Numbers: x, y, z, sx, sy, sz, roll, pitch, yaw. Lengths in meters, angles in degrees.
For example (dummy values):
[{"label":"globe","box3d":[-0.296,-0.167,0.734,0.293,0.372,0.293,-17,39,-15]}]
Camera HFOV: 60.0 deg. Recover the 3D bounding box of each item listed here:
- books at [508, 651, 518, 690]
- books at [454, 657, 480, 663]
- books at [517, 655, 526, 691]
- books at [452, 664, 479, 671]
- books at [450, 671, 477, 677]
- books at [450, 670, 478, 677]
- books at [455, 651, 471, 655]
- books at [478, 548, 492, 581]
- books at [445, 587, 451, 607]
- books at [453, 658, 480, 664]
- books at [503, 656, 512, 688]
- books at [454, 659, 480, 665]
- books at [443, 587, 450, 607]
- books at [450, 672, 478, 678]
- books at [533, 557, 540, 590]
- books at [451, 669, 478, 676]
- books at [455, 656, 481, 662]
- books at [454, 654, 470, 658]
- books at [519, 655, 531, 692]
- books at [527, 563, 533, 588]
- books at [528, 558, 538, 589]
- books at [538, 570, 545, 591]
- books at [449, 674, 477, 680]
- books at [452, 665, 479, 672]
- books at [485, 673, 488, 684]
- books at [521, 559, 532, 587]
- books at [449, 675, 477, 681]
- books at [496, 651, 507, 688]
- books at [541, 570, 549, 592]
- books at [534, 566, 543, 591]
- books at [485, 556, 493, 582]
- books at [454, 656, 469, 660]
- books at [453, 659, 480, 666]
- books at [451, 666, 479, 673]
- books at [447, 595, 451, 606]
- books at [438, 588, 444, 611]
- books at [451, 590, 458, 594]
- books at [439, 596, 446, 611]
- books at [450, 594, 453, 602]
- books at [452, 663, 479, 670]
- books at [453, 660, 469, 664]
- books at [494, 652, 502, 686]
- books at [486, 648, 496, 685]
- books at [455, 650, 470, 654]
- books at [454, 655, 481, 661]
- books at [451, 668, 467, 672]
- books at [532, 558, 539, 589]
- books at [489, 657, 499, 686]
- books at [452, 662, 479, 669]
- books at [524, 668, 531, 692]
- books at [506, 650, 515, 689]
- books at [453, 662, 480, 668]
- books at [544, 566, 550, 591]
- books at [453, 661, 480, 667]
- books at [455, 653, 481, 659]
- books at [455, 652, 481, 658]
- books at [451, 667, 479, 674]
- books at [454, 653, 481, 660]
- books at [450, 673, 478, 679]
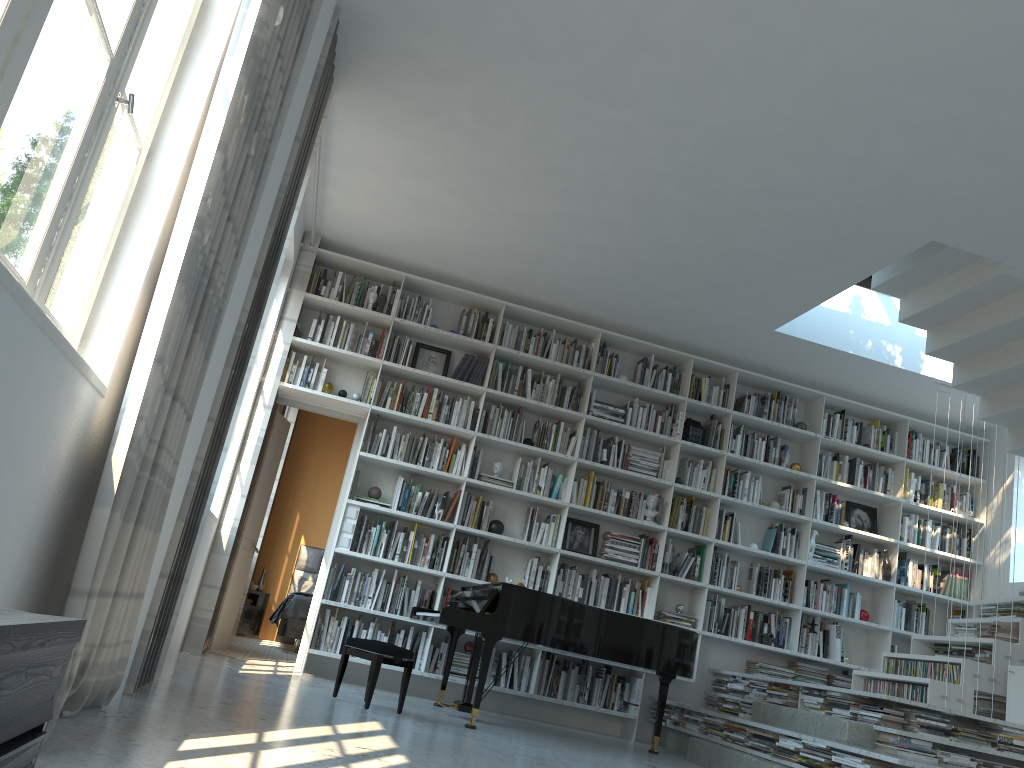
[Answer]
[{"label":"books","box3d":[0.009,2.186,6.778,0.073,0.275,0.181,15,-16,-10]},{"label":"books","box3d":[-0.348,2.091,6.722,0.254,0.005,0.161,15,-17,-10]},{"label":"books","box3d":[0.051,2.209,6.797,0.025,0.258,0.133,15,-16,-10]},{"label":"books","box3d":[-0.353,2.140,6.697,0.285,0.007,0.160,17,-17,-15]},{"label":"books","box3d":[-0.365,2.185,6.686,0.285,0.007,0.160,16,-17,-14]},{"label":"books","box3d":[-0.361,2.179,6.686,0.285,0.007,0.160,14,-17,-5]},{"label":"books","box3d":[-0.336,2.050,6.732,0.254,0.005,0.161,15,-17,-9]},{"label":"books","box3d":[-0.213,1.414,6.897,0.027,0.260,0.164,15,-16,-10]},{"label":"books","box3d":[-0.514,1.694,6.772,0.013,0.287,0.161,15,-16,-10]},{"label":"books","box3d":[-0.349,2.096,6.719,0.285,0.005,0.160,15,-17,-11]},{"label":"books","box3d":[-0.046,2.191,6.757,0.011,0.231,0.174,15,-16,-10]},{"label":"books","box3d":[-0.350,2.101,6.717,0.285,0.005,0.160,15,-17,-9]},{"label":"books","box3d":[-0.524,1.694,6.766,0.010,0.281,0.149,15,-16,-10]},{"label":"books","box3d":[-0.368,2.193,6.691,0.254,0.007,0.161,15,-17,-9]},{"label":"books","box3d":[0.174,1.508,6.987,0.014,0.290,0.132,15,-16,-10]},{"label":"books","box3d":[-0.360,2.173,6.690,0.254,0.007,0.161,16,-17,-14]},{"label":"books","box3d":[-0.341,2.080,6.717,0.254,0.005,0.161,14,-17,-6]},{"label":"books","box3d":[-0.338,2.069,6.718,0.254,0.005,0.161,17,-17,-15]},{"label":"books","box3d":[0.082,2.208,6.772,0.024,0.259,0.190,15,-16,-10]},{"label":"books","box3d":[0.116,1.527,6.977,0.015,0.225,0.148,15,-16,-10]},{"label":"books","box3d":[0.145,1.508,6.969,0.027,0.268,0.159,15,-16,-10]},{"label":"books","box3d":[0.210,1.569,6.994,0.031,0.194,0.142,15,-16,-10]},{"label":"books","box3d":[-0.369,2.204,6.681,0.254,0.007,0.161,14,-17,-6]},{"label":"books","box3d":[-0.357,2.148,6.704,0.254,0.007,0.161,15,-17,-9]},{"label":"books","box3d":[-0.197,2.139,6.730,0.012,0.253,0.161,15,-16,-10]},{"label":"books","box3d":[0.108,1.508,6.971,0.012,0.253,0.161,15,-16,-10]},{"label":"books","box3d":[-0.373,2.213,6.688,0.285,0.007,0.160,15,-17,-10]},{"label":"books","box3d":[-0.079,2.172,6.755,0.063,0.252,0.178,15,-16,-10]},{"label":"books","box3d":[0.240,1.570,6.987,0.024,0.200,0.159,15,-16,-10]},{"label":"books","box3d":[0.189,1.544,6.973,0.029,0.220,0.153,15,-16,-10]},{"label":"books","box3d":[-0.198,1.447,6.909,0.023,0.211,0.160,15,-16,-10]},{"label":"books","box3d":[-0.345,2.084,6.715,0.285,0.005,0.160,16,-17,-14]},{"label":"books","box3d":[-0.351,2.106,6.716,0.254,0.005,0.161,15,-17,-11]},{"label":"books","box3d":[-0.357,2.153,6.696,0.285,0.007,0.160,16,-17,-14]},{"label":"books","box3d":[-0.507,1.724,6.759,0.010,0.227,0.168,15,-16,-10]},{"label":"books","box3d":[-0.568,1.692,6.764,0.023,0.265,0.134,15,-16,-10]},{"label":"books","box3d":[-0.467,1.717,6.787,0.026,0.272,0.146,15,-16,-10]},{"label":"books","box3d":[-0.549,1.722,6.755,0.026,0.212,0.140,15,-16,-10]},{"label":"books","box3d":[-0.488,1.721,6.753,0.023,0.237,0.173,15,-16,-10]},{"label":"books","box3d":[-0.354,2.135,6.708,0.254,0.007,0.161,15,-17,-9]},{"label":"books","box3d":[-0.351,2.110,6.712,0.285,0.005,0.160,16,-17,-12]},{"label":"books","box3d":[-0.125,2.171,6.756,0.028,0.237,0.136,15,-16,-10]},{"label":"books","box3d":[-0.178,2.143,6.750,0.031,0.265,0.145,15,-16,-10]},{"label":"books","box3d":[-0.332,2.043,6.725,0.285,0.005,0.160,14,-17,-5]},{"label":"books","box3d":[-0.340,2.075,6.721,0.285,0.005,0.160,16,-17,-13]},{"label":"books","box3d":[-0.360,2.167,6.697,0.285,0.007,0.160,14,-17,-8]},{"label":"books","box3d":[0.160,1.512,6.987,0.010,0.276,0.156,15,-16,-10]},{"label":"books","box3d":[-0.153,2.178,6.735,0.029,0.201,0.178,15,-16,-10]},{"label":"books","box3d":[-0.353,2.129,6.710,0.285,0.007,0.160,15,-17,-9]},{"label":"books","box3d":[0.093,2.256,6.781,0.024,0.179,0.172,15,-16,-10]},{"label":"books","box3d":[-0.029,2.172,6.757,0.012,0.274,0.180,15,-16,-10]},{"label":"books","box3d":[-0.352,2.123,6.714,0.285,0.007,0.160,15,-17,-10]},{"label":"books","box3d":[0.258,1.562,7.021,0.019,0.241,0.107,15,-16,-10]},{"label":"books","box3d":[-0.353,2.116,6.715,0.254,0.005,0.161,15,-17,-10]},{"label":"books","box3d":[-0.338,2.061,6.732,0.254,0.005,0.161,15,-17,-10]},{"label":"books","box3d":[-0.337,2.056,6.734,0.285,0.005,0.160,15,-17,-10]},{"label":"books","box3d":[-0.358,2.159,6.694,0.254,0.007,0.161,16,-17,-14]},{"label":"books","box3d":[-0.340,2.066,6.730,0.254,0.005,0.161,15,-17,-10]},{"label":"books","box3d":[-0.370,2.200,6.691,0.254,0.007,0.161,15,-17,-10]}]
